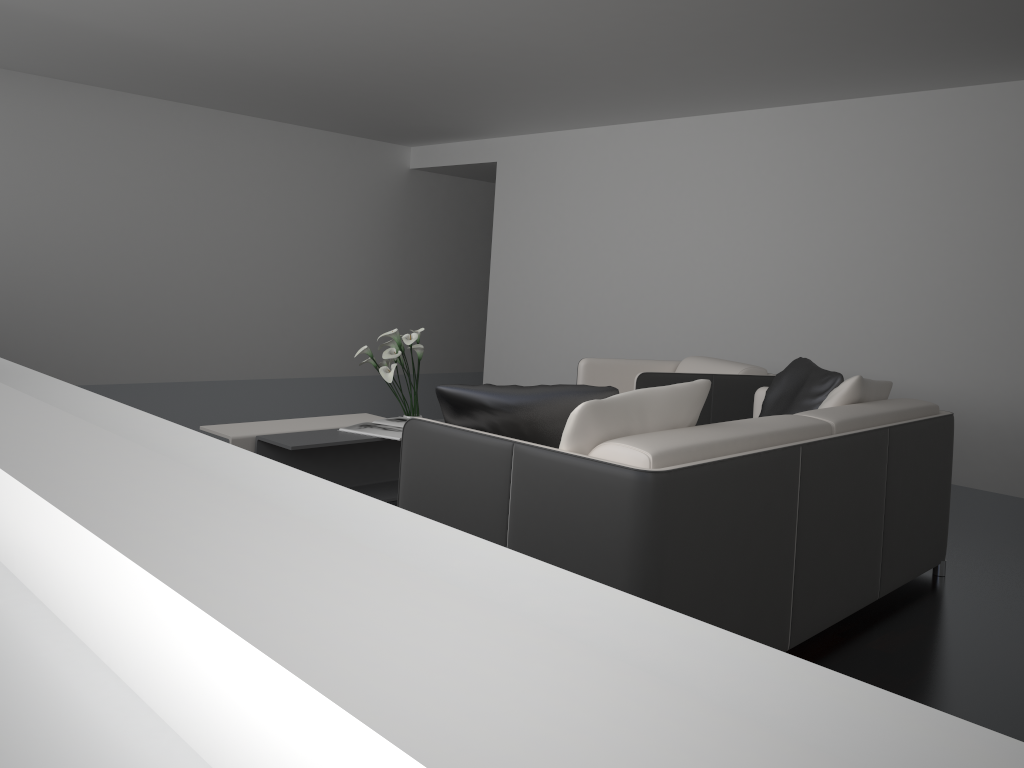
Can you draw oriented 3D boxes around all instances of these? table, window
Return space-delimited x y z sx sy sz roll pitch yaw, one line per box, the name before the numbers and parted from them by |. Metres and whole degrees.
table | -1.040 0.355 4.395 0.300 0.313 0.968 6 6 43
window | -2.412 -0.967 2.858 0.110 1.428 8.106 4 4 -44
table | -0.635 0.384 4.359 0.300 0.313 1.257 6 6 44

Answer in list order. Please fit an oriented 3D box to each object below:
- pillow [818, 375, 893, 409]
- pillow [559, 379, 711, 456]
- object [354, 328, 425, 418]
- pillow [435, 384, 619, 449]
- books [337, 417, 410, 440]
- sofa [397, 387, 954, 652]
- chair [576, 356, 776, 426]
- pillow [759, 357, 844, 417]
pillow | 1.316 0.186 3.606 0.325 0.498 0.584 5 4 35
pillow | 0.291 0.229 2.503 0.586 0.506 0.300 1 3 -40
object | -0.651 0.083 4.869 0.448 0.796 0.377 4 1 29
pillow | 0.042 0.196 2.622 0.551 0.436 0.334 4 2 1
books | -0.563 0.216 4.424 0.359 0.017 0.549 7 7 25
sofa | 0.745 0.391 3.160 0.925 0.659 2.238 8 7 43
chair | 0.936 0.182 5.093 0.917 0.660 0.772 2 4 -20
pillow | 1.233 0.114 3.904 0.278 0.448 0.568 4 4 0
